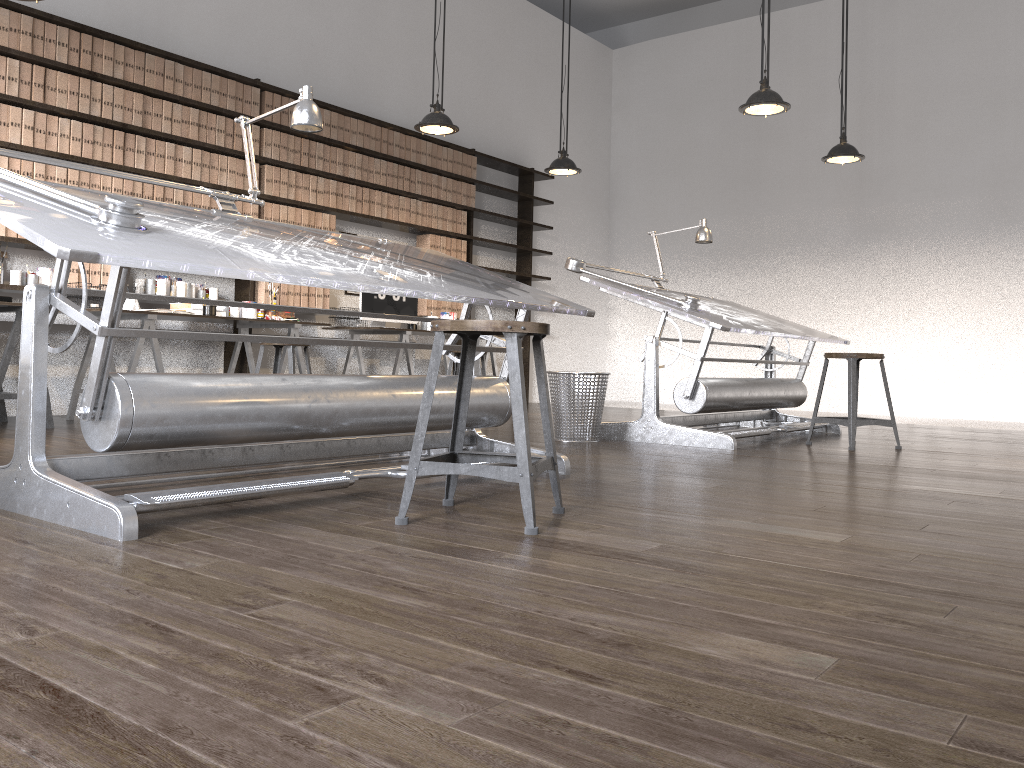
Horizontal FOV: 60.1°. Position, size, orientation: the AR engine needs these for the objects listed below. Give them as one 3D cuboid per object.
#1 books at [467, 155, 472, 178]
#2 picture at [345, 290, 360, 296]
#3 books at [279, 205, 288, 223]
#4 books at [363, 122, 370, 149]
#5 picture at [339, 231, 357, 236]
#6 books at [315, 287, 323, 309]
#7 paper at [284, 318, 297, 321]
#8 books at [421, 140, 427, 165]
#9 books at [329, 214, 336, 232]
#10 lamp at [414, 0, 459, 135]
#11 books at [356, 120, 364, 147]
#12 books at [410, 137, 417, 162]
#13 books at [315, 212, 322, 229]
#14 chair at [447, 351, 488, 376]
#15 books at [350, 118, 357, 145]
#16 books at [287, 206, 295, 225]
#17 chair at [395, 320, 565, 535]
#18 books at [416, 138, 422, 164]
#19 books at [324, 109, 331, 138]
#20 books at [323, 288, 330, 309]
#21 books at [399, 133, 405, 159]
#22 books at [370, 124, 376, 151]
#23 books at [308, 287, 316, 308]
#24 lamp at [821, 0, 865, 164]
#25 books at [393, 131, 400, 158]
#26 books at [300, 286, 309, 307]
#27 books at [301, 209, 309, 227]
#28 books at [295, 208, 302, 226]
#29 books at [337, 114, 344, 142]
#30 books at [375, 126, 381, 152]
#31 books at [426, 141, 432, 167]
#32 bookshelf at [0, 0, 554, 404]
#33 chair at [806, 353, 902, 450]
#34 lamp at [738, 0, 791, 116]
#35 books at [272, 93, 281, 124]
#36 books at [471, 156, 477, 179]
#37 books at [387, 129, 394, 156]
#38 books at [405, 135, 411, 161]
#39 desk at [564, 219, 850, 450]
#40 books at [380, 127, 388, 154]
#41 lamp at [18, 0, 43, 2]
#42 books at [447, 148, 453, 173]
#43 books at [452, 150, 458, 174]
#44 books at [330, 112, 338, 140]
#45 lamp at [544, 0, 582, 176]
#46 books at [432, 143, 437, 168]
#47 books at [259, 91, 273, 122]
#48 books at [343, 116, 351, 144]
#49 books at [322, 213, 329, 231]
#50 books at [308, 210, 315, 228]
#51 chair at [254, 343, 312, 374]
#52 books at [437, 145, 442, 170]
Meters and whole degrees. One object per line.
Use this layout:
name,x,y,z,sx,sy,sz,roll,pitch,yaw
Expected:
books,-0.473,-2.069,8.469,0.174,0.226,0.066,1,-1,37
picture,-1.341,-0.850,7.608,0.023,0.184,0.251,0,-1,37
books,-1.792,-1.240,6.742,0.174,0.226,0.067,1,-1,37
books,-1.271,-2.066,7.415,0.174,0.226,0.067,1,-1,37
picture,-1.401,-1.143,7.532,0.022,0.285,0.201,0,-1,37
books,-1.580,-0.688,7.021,0.174,0.226,0.066,1,-1,37
paper,-1.589,-0.454,6.314,0.155,0.038,0.137,1,1,-38
books,-0.856,-2.067,7.963,0.174,0.226,0.066,1,-1,37
books,-1.503,-1.241,7.128,0.174,0.226,0.066,1,-1,37
lamp,-0.492,-2.886,6.166,0.310,2.256,0.312,2,-2,-28
books,-1.315,-2.066,7.358,0.174,0.226,0.066,1,-1,37
books,-0.932,-2.067,7.858,0.174,0.226,0.067,1,-1,37
books,-1.589,-1.241,7.015,0.174,0.226,0.066,1,-1,37
chair,-0.359,-0.011,7.029,0.372,0.529,0.358,1,-1,6
books,-1.362,-2.066,7.303,0.174,0.226,0.066,1,-1,37
books,-1.749,-1.240,6.801,0.174,0.226,0.066,1,-1,37
chair,-0.065,0.101,2.351,0.372,0.529,0.358,1,-1,16
books,-0.895,-2.067,7.914,0.174,0.226,0.066,1,-1,37
books,-1.534,-2.065,7.079,0.174,0.226,0.066,1,-1,37
books,-1.540,-0.689,7.080,0.174,0.226,0.066,1,-1,37
books,-1.021,-2.067,7.752,0.174,0.226,0.066,1,-1,37
books,-1.236,-2.066,7.468,0.174,0.226,0.066,1,-1,37
books,-1.627,-0.688,6.967,0.174,0.226,0.066,1,-1,37
lamp,2.531,-2.821,6.727,0.313,2.256,0.310,1,-2,17
books,-1.061,-2.067,7.693,0.174,0.226,0.066,1,-1,37
books,-1.668,-0.688,6.905,0.174,0.226,0.067,1,-1,37
books,-1.668,-1.241,6.901,0.174,0.226,0.067,1,-1,37
books,-1.712,-1.241,6.851,0.174,0.226,0.066,1,-1,37
books,-1.448,-2.065,7.193,0.174,0.226,0.066,1,-1,37
books,-1.198,-2.066,7.522,0.174,0.226,0.066,1,-1,37
books,-0.810,-2.068,8.019,0.174,0.226,0.067,1,-1,37
bookshelf,-2.521,-0.668,5.938,0.373,3.211,9.168,0,0,37
chair,1.894,0.094,4.919,0.371,0.529,0.358,2,-1,-24
lamp,1.586,-2.818,5.494,0.310,2.256,0.312,2,-2,-28
books,-1.827,-2.064,6.693,0.174,0.226,0.067,1,-1,37
books,-0.427,-2.069,8.522,0.174,0.226,0.066,1,-1,37
books,-1.108,-2.067,7.640,0.174,0.226,0.066,1,-1,37
books,-0.978,-2.067,7.808,0.174,0.226,0.066,1,-1,37
desk,1.256,-0.373,5.538,1.077,1.388,2.067,1,0,37
books,-1.149,-2.066,7.577,0.174,0.226,0.067,1,-1,37
lamp,-2.186,-2.880,3.958,0.313,2.256,0.310,1,-2,17
books,-0.637,-2.068,8.242,0.174,0.226,0.066,1,-1,37
books,-0.593,-2.068,8.299,0.174,0.226,0.067,1,-1,37
books,-1.488,-2.065,7.135,0.174,0.226,0.067,1,-1,37
lamp,0.453,-2.889,7.398,0.310,2.256,0.312,2,-2,-28
books,-0.771,-2.068,8.077,0.174,0.226,0.066,1,-1,37
books,-1.876,-2.064,6.638,0.174,0.226,0.066,1,-1,37
books,-1.408,-2.066,7.250,0.174,0.226,0.066,1,-1,37
books,-1.542,-1.241,7.068,0.174,0.226,0.066,1,-1,37
books,-1.632,-1.241,6.958,0.174,0.226,0.066,1,-1,37
chair,-1.440,-0.006,5.577,0.358,0.529,0.371,1,-1,11
books,-0.730,-2.068,8.134,0.174,0.226,0.066,1,-1,37
